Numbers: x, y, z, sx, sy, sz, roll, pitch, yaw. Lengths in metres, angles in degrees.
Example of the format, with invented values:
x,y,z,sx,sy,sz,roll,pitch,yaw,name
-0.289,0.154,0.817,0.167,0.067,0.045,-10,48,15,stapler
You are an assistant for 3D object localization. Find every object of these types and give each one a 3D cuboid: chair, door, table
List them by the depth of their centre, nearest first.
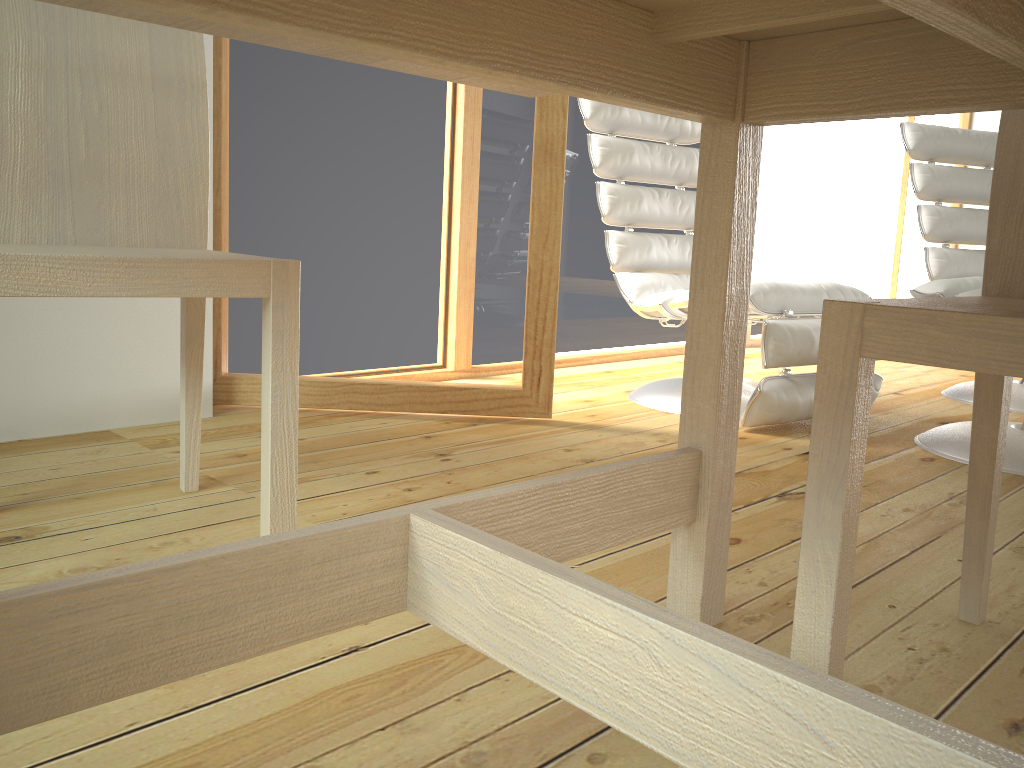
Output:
x,y,z,sx,sy,sz,roll,pitch,yaw,name
0.424,0.085,0.250,1.202,0.753,2.508,-6,12,-42,table
0.618,-0.141,0.874,0.405,1.013,0.507,10,11,43,chair
-0.587,-0.266,1.288,0.404,1.013,0.508,-2,10,-32,chair
-0.306,-1.126,2.192,0.935,2.408,0.163,3,8,-1,door
0.649,-0.424,2.736,0.570,0.965,0.917,-3,10,-36,chair
1.806,-0.418,3.032,0.569,0.965,0.918,0,9,-21,chair

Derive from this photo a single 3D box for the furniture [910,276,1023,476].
x,y,z,sx,sy,sz,roll,pitch,yaw,name
1.339,-0.027,2.146,0.569,0.437,0.689,1,9,-11,furniture
